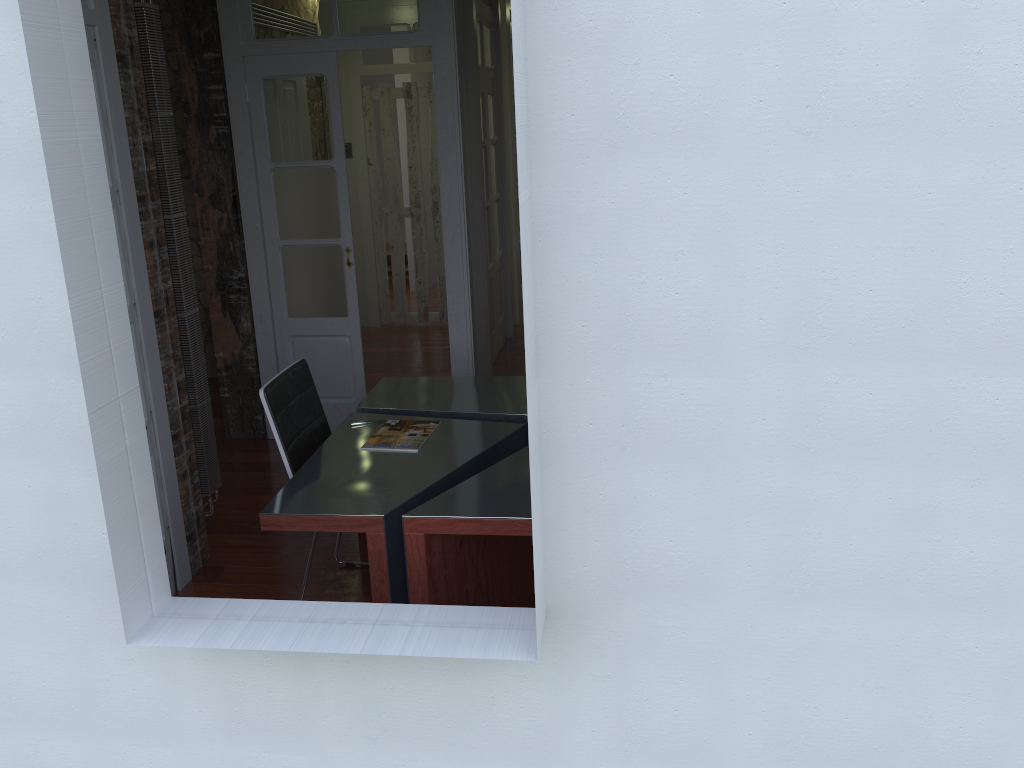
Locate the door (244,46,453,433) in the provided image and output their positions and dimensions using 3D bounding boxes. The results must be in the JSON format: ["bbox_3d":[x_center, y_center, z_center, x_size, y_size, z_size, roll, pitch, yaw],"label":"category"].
[{"bbox_3d":[-0.771,-0.737,4.986,1.190,2.153,0.487,-7,15,-17],"label":"door"}]

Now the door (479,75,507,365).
[{"bbox_3d":[-0.166,-1.222,6.640,0.041,2.058,1.091,-1,15,8],"label":"door"}]

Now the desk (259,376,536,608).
[{"bbox_3d":[0.172,0.493,3.397,1.712,0.645,1.466,0,17,8],"label":"desk"}]

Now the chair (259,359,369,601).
[{"bbox_3d":[-0.562,0.396,3.390,0.601,0.907,0.481,0,15,8],"label":"chair"}]

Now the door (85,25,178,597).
[{"bbox_3d":[-1.488,-0.046,2.839,0.041,2.152,1.176,-1,15,8],"label":"door"}]

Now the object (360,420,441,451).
[{"bbox_3d":[-0.416,0.194,3.352,0.224,0.012,0.311,1,17,12],"label":"object"}]

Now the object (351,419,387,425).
[{"bbox_3d":[-0.562,0.150,3.500,0.149,0.011,0.011,-7,16,-16],"label":"object"}]

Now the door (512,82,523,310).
[{"bbox_3d":[0.062,-1.760,8.360,0.041,2.058,1.091,-1,15,8],"label":"door"}]
